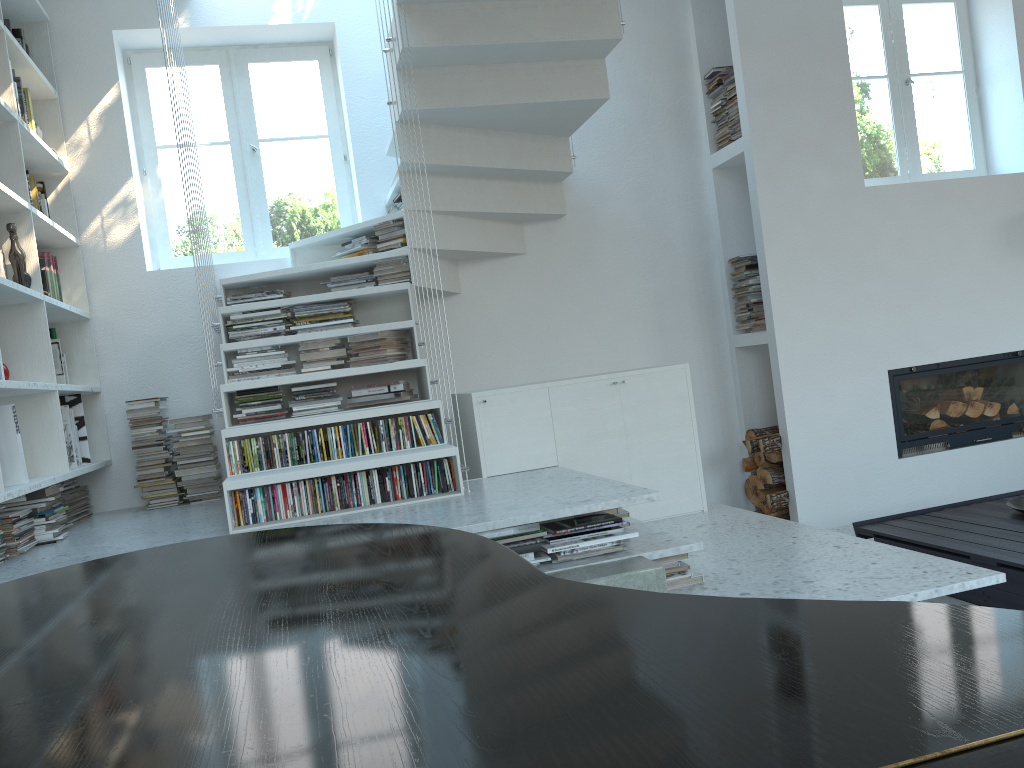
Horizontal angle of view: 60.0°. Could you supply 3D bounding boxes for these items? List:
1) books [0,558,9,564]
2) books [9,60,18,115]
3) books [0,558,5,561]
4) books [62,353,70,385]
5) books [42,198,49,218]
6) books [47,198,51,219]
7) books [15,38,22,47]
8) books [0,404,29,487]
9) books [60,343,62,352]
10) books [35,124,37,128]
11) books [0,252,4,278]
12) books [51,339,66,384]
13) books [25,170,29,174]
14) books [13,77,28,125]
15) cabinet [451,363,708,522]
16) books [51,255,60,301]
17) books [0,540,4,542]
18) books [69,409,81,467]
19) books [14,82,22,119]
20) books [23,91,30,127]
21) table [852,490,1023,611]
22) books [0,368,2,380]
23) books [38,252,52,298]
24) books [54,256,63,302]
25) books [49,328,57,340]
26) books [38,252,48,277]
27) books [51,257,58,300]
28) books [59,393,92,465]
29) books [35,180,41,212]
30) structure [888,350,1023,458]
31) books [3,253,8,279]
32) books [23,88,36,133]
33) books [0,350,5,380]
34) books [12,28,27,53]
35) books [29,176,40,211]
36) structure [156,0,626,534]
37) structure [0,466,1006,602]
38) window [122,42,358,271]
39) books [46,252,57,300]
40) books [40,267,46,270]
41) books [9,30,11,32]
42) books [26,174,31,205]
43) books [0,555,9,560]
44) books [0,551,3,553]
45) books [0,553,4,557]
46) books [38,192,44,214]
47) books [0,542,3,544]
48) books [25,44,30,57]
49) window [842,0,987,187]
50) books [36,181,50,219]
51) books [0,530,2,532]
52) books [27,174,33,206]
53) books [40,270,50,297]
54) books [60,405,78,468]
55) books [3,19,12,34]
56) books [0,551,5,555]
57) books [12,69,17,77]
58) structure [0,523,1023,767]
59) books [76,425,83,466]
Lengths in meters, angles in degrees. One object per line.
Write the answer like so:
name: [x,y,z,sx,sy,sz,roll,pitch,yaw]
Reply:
books: [-1.845,0.633,3.014,0.161,0.007,0.254,-8,1,-11]
books: [-2.164,-1.207,3.671,0.189,0.263,0.026,-8,2,-14]
books: [-1.853,0.627,3.012,0.159,0.007,0.285,-8,1,-14]
books: [-2.264,-0.049,4.339,0.166,0.181,0.028,-8,2,-14]
books: [-2.340,-0.788,4.282,0.192,0.195,0.029,-8,2,-14]
books: [-2.368,-0.797,4.364,0.184,0.219,0.021,-8,2,-14]
books: [-2.421,-1.527,4.208,0.192,0.216,0.012,-8,2,-14]
books: [-1.891,0.232,3.160,0.255,0.291,0.075,-8,2,-14]
books: [-2.283,-0.075,4.358,0.152,0.237,0.022,-8,2,-14]
books: [-2.407,-1.161,4.348,0.170,0.216,0.011,-8,2,-14]
books: [-2.088,-0.476,3.439,0.191,0.271,0.021,-8,2,-14]
books: [-2.271,-0.085,4.316,0.161,0.254,0.012,-8,2,-14]
books: [-2.365,-0.852,4.242,0.140,0.330,0.013,-8,2,-14]
books: [-2.215,-1.198,3.847,0.189,0.254,0.023,-8,2,-14]
cabinet: [0.294,0.308,4.072,0.992,0.668,0.551,-8,1,-14]
books: [-2.305,-0.471,4.319,0.169,0.293,0.018,-8,2,-14]
books: [-1.852,0.564,3.014,0.159,0.007,0.285,-8,1,-18]
books: [-2.077,0.257,4.049,0.168,0.266,0.031,-8,2,-14]
books: [-2.182,-1.171,3.742,0.189,0.193,0.024,-8,2,-14]
books: [-2.238,-1.180,3.931,0.174,0.222,0.013,-8,2,-14]
table: [2.276,0.625,3.466,1.257,0.218,1.270,-8,1,-14]
books: [-1.996,-0.080,3.268,0.189,0.201,0.030,-8,2,-14]
books: [-2.282,-0.472,4.206,0.169,0.294,0.033,-8,2,-14]
books: [-2.308,-0.471,4.356,0.169,0.293,0.018,-8,2,-14]
books: [-2.299,-0.112,4.372,0.129,0.315,0.013,-8,2,-14]
books: [-2.273,-0.471,4.169,0.169,0.291,0.072,-8,2,-14]
books: [-2.297,-0.472,4.284,0.169,0.293,0.018,-8,2,-14]
books: [-2.098,0.223,4.162,0.185,0.336,0.010,-8,2,-14]
books: [-2.322,-0.826,4.180,0.173,0.268,0.028,-8,2,-14]
structure: [2.608,0.140,5.401,1.210,0.584,0.735,-8,1,-17]
books: [-2.112,-0.428,3.548,0.166,0.179,0.027,-8,2,-14]
books: [-2.268,-1.187,3.952,0.247,0.242,0.042,-8,2,-14]
books: [-2.019,-0.095,3.328,0.181,0.235,0.025,-8,2,-14]
books: [-2.436,-1.562,4.266,0.189,0.286,0.014,-8,2,-14]
books: [-2.320,-0.830,4.159,0.188,0.277,0.013,-8,2,-14]
structure: [-0.329,-0.953,3.560,1.953,3.383,2.614,-8,1,-14]
structure: [-0.439,0.774,3.382,3.111,0.659,2.899,-8,1,-14]
window: [-1.465,-1.251,4.885,1.117,1.226,0.042,-8,2,-14]
books: [-2.275,-0.474,4.233,0.169,0.293,0.018,-8,2,-14]
books: [-2.257,-0.433,4.131,0.167,0.217,0.088,-8,1,-14]
books: [-2.432,-1.541,4.164,0.160,0.247,0.068,-8,2,-14]
books: [-2.294,-0.822,4.044,0.184,0.258,0.023,-8,2,-14]
books: [-1.845,0.619,3.014,0.161,0.007,0.254,-8,1,-10]
books: [-1.847,0.598,3.014,0.159,0.007,0.285,-8,1,-18]
books: [-1.854,0.613,3.012,0.161,0.007,0.254,-8,1,-14]
books: [-2.323,-0.797,4.207,0.188,0.211,0.025,-8,2,-14]
books: [-1.852,0.571,3.015,0.160,0.007,0.254,-8,1,-18]
books: [-2.454,-1.535,4.333,0.187,0.237,0.025,-8,2,-14]
window: [2.334,-1.766,5.312,1.117,1.226,0.072,-8,2,-14]
books: [-2.364,-0.834,4.333,0.186,0.292,0.042,-8,2,-14]
books: [-1.866,0.531,3.011,0.159,0.007,0.285,-8,1,-14]
books: [-2.321,-0.833,4.146,0.151,0.283,0.012,-8,2,-14]
books: [-2.220,-0.422,4.055,0.191,0.181,0.024,-8,2,-14]
books: [-2.067,0.246,3.999,0.159,0.285,0.012,-8,2,-14]
books: [-2.452,-1.572,4.214,0.161,0.313,0.014,-8,2,-14]
books: [-1.853,0.606,3.012,0.161,0.007,0.254,-8,1,-13]
books: [-2.228,-1.218,3.867,0.152,0.296,0.022,-8,2,-14]
structure: [-0.165,0.678,0.922,1.334,0.833,1.918,-8,1,-14]
books: [-2.087,0.297,4.087,0.176,0.188,0.024,-8,2,-14]
